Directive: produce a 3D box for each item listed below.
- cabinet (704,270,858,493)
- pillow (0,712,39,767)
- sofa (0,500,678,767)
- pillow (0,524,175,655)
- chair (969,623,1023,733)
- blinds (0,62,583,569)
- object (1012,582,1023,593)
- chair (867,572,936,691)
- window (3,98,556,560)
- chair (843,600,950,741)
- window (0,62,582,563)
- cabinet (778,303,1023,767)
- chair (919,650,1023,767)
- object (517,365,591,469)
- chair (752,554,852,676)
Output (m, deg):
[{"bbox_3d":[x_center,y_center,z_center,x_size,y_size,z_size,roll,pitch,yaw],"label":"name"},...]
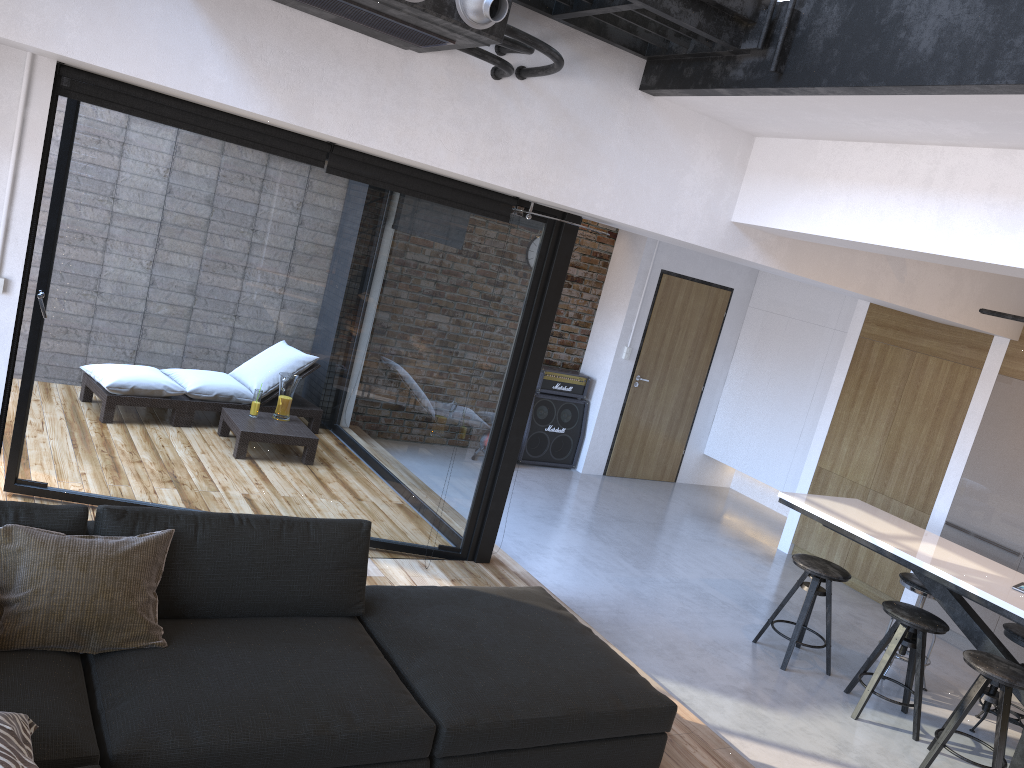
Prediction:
[{"bbox_3d":[2.761,-0.034,8.688,0.020,2.122,1.703,8,11,-33],"label":"cabinet"},{"bbox_3d":[-1.288,0.832,1.893,0.531,0.178,0.354,8,11,-35],"label":"pillow"},{"bbox_3d":[-0.353,1.127,2.066,3.002,0.702,3.033,9,11,-33],"label":"sofa"},{"bbox_3d":[-1.305,0.620,2.673,0.547,0.310,0.272,9,11,-33],"label":"pillow"},{"bbox_3d":[2.909,1.736,5.094,0.356,0.637,0.357,21,12,35],"label":"chair"},{"bbox_3d":[-0.715,-0.187,5.225,1.827,2.057,3.855,17,9,11],"label":"blinds"},{"bbox_3d":[2.859,1.141,4.847,0.187,0.013,0.240,23,12,41],"label":"object"},{"bbox_3d":[2.541,1.554,5.620,0.358,0.637,0.356,17,10,11],"label":"chair"},{"bbox_3d":[-1.158,-0.191,4.635,2.450,2.056,0.100,12,10,-16],"label":"window"},{"bbox_3d":[2.151,1.566,4.944,0.365,0.632,0.365,17,10,12],"label":"chair"},{"bbox_3d":[0.718,-0.726,0.793,5.669,5.581,13.351,9,11,-33],"label":"window"},{"bbox_3d":[4.520,1.252,3.492,2.476,2.879,9.084,9,11,-33],"label":"cabinet"},{"bbox_3d":[2.353,1.699,4.453,0.366,0.632,0.366,21,11,31],"label":"chair"},{"bbox_3d":[0.371,0.313,8.719,0.697,0.939,0.357,9,11,-33],"label":"object"},{"bbox_3d":[1.804,1.395,5.436,0.367,0.632,0.365,12,10,-18],"label":"chair"}]
